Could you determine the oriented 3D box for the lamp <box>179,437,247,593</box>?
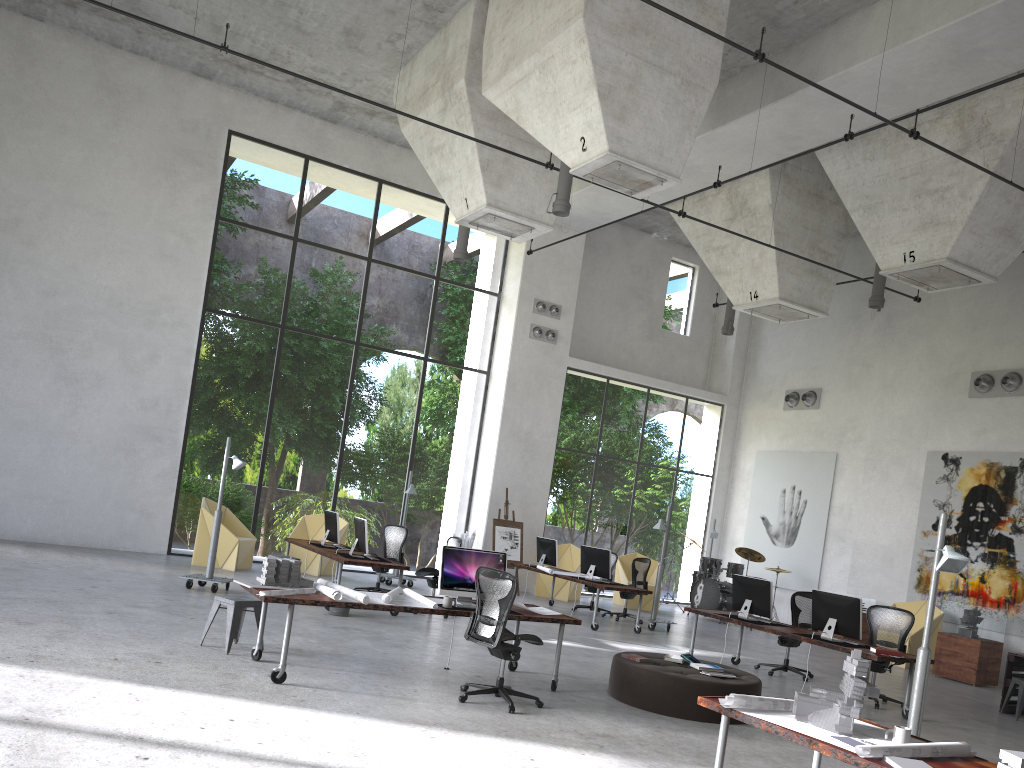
[{"bbox_3d":[-4.086,1.801,12.225,0.595,2.148,0.581,8,-1,4],"label":"lamp"}]

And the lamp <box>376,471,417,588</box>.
[{"bbox_3d":[-2.029,2.684,16.366,0.584,2.148,0.592,9,-1,-28],"label":"lamp"}]

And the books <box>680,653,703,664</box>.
[{"bbox_3d":[1.861,2.856,9.086,0.146,0.102,0.203,13,-8,-43],"label":"books"}]

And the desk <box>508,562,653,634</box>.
[{"bbox_3d":[1.059,3.685,15.240,0.983,0.720,3.125,11,-8,-28],"label":"desk"}]

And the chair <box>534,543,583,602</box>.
[{"bbox_3d":[1.020,3.909,18.379,0.974,1.166,0.945,7,-4,20],"label":"chair"}]

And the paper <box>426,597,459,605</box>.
[{"bbox_3d":[-0.632,2.135,8.598,0.488,0.001,0.430,11,-8,-18],"label":"paper"}]

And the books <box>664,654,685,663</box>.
[{"bbox_3d":[1.695,2.857,9.145,0.196,0.035,0.288,6,-8,18],"label":"books"}]

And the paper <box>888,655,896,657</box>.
[{"bbox_3d":[4.108,2.960,9.622,0.289,0.001,0.213,1,-11,43],"label":"paper"}]

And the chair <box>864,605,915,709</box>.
[{"bbox_3d":[4.466,3.288,10.651,0.765,1.182,0.802,7,-3,30],"label":"chair"}]

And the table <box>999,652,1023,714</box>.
[{"bbox_3d":[7.415,3.970,11.078,1.520,0.792,1.598,12,-7,-28],"label":"table"}]

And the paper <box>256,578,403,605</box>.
[{"bbox_3d":[-1.485,1.894,8.002,0.888,0.103,1.954,7,-8,11],"label":"paper"}]

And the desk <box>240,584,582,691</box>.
[{"bbox_3d":[-0.946,2.417,8.336,3.160,0.722,0.972,12,-7,-29],"label":"desk"}]

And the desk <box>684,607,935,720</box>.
[{"bbox_3d":[3.450,3.402,10.838,0.983,0.720,3.125,11,-8,-28],"label":"desk"}]

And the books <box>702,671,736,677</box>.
[{"bbox_3d":[2.015,2.827,8.567,0.300,0.040,0.222,7,-8,6],"label":"books"}]

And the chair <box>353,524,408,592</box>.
[{"bbox_3d":[-2.095,2.869,14.317,0.765,1.182,0.802,7,-3,25],"label":"chair"}]

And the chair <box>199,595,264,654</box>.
[{"bbox_3d":[-2.659,2.299,8.435,0.417,0.488,0.443,6,-4,35],"label":"chair"}]

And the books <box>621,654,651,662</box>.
[{"bbox_3d":[1.252,2.759,8.847,0.177,0.032,0.253,14,-10,-37],"label":"books"}]

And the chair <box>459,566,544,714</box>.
[{"bbox_3d":[-0.076,2.236,7.828,0.764,1.182,0.802,6,-3,35],"label":"chair"}]

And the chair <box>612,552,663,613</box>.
[{"bbox_3d":[2.701,4.195,18.695,0.982,1.166,0.937,9,-3,-9],"label":"chair"}]

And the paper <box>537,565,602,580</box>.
[{"bbox_3d":[1.003,3.301,15.443,1.082,0.104,0.978,11,-8,-18],"label":"paper"}]

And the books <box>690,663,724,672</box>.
[{"bbox_3d":[1.964,2.854,8.843,0.286,0.033,0.198,10,-8,-15],"label":"books"}]

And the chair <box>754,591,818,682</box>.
[{"bbox_3d":[3.780,3.376,11.961,0.780,1.182,0.786,11,-4,-44],"label":"chair"}]

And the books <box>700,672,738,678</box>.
[{"bbox_3d":[2.012,2.830,8.541,0.302,0.031,0.220,10,-8,-14],"label":"books"}]

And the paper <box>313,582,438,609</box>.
[{"bbox_3d":[-1.265,1.934,8.090,1.086,0.104,0.974,12,-9,-28],"label":"paper"}]

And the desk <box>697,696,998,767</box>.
[{"bbox_3d":[2.261,2.308,4.336,0.983,0.720,3.125,11,-8,-28],"label":"desk"}]

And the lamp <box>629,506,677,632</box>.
[{"bbox_3d":[2.575,3.177,15.215,0.601,2.148,0.575,9,-1,-28],"label":"lamp"}]

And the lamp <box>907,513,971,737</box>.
[{"bbox_3d":[3.127,2.044,6.661,0.580,2.148,0.596,8,-1,-3],"label":"lamp"}]

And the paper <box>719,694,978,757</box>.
[{"bbox_3d":[1.906,1.958,5.052,0.987,0.104,1.072,13,-9,-33],"label":"paper"}]

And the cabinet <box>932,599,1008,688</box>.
[{"bbox_3d":[7.320,4.144,14.052,0.600,1.252,0.740,9,-2,-28],"label":"cabinet"}]

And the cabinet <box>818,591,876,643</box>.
[{"bbox_3d":[6.174,4.433,16.402,0.750,1.011,0.732,10,-3,-28],"label":"cabinet"}]

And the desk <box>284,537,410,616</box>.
[{"bbox_3d":[-2.620,2.875,13.246,0.973,0.720,3.126,11,-8,-28],"label":"desk"}]

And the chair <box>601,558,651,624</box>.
[{"bbox_3d":[2.103,3.700,15.938,0.787,1.182,0.779,7,-3,25],"label":"chair"}]

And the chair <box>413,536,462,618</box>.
[{"bbox_3d":[-1.103,2.833,13.063,0.802,1.182,0.765,10,-3,-40],"label":"chair"}]

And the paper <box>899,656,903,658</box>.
[{"bbox_3d":[4.108,2.961,9.622,0.288,0.001,0.213,3,-10,33],"label":"paper"}]

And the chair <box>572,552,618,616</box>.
[{"bbox_3d":[1.590,3.692,16.393,0.768,1.182,0.799,8,-3,10],"label":"chair"}]

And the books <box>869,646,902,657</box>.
[{"bbox_3d":[4.083,2.926,9.602,0.285,0.052,0.204,8,-8,4],"label":"books"}]

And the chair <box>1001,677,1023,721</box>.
[{"bbox_3d":[6.508,3.987,11.079,0.419,0.488,0.441,8,-4,7],"label":"chair"}]

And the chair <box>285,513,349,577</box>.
[{"bbox_3d":[-3.657,2.962,16.428,0.974,1.166,0.944,7,-3,17],"label":"chair"}]
